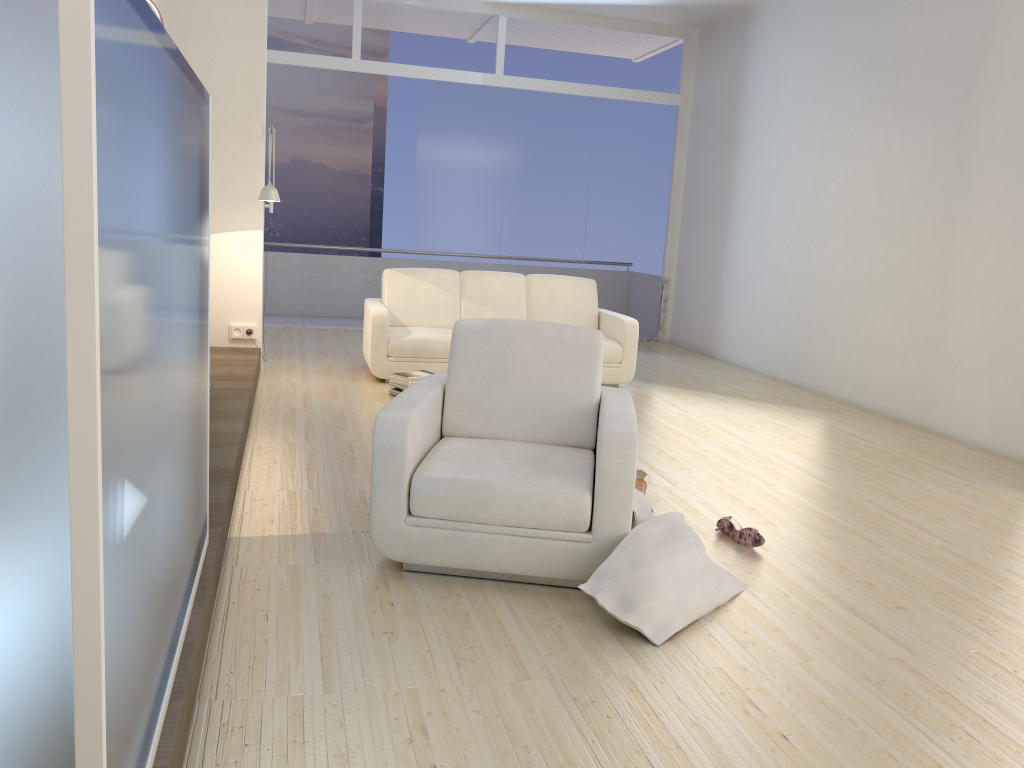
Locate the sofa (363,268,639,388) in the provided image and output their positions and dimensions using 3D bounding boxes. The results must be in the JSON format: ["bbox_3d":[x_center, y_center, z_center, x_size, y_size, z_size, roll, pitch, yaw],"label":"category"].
[{"bbox_3d":[-0.123,-0.489,7.382,2.166,0.862,0.941,1,10,-14],"label":"sofa"}]

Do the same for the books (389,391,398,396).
[{"bbox_3d":[-0.686,0.069,6.381,0.328,0.018,0.247,-4,13,-38],"label":"books"}]

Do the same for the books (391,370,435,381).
[{"bbox_3d":[-0.682,-0.059,6.354,0.287,0.025,0.247,-5,13,-40],"label":"books"}]

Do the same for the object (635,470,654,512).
[{"bbox_3d":[0.602,0.494,4.095,0.089,0.149,0.265,3,10,-2],"label":"object"}]

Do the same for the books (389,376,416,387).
[{"bbox_3d":[-0.680,-0.028,6.363,0.319,0.038,0.247,-6,14,-43],"label":"books"}]

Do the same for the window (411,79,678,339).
[{"bbox_3d":[0.374,-1.908,10.087,2.988,2.706,0.012,1,10,-14],"label":"window"}]

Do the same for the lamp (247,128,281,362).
[{"bbox_3d":[-1.887,-1.030,6.709,0.204,1.841,0.891,0,10,-18],"label":"lamp"}]

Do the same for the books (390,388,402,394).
[{"bbox_3d":[-0.690,0.052,6.374,0.287,0.018,0.247,-5,13,-40],"label":"books"}]

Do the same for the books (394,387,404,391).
[{"bbox_3d":[-0.667,0.030,6.383,0.287,0.025,0.247,-2,11,-29],"label":"books"}]

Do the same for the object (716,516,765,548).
[{"bbox_3d":[0.933,0.618,3.726,0.121,0.091,0.287,1,10,-15],"label":"object"}]

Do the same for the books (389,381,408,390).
[{"bbox_3d":[-0.682,0.004,6.369,0.328,0.027,0.247,-4,13,-38],"label":"books"}]

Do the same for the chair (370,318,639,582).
[{"bbox_3d":[0.015,0.185,3.480,0.919,0.828,0.941,5,10,5],"label":"chair"}]

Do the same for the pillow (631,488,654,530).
[{"bbox_3d":[0.555,0.556,3.309,0.312,0.315,0.615,6,10,12],"label":"pillow"}]

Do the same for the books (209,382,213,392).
[{"bbox_3d":[-1.848,-0.258,4.945,0.329,0.694,0.270,1,10,-14],"label":"books"}]

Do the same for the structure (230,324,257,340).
[{"bbox_3d":[-2.121,-0.411,7.001,0.206,0.114,0.028,1,10,-14],"label":"structure"}]

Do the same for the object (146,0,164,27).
[{"bbox_3d":[-1.117,-0.884,2.115,0.546,0.206,0.534,8,11,22],"label":"object"}]

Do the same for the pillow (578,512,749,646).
[{"bbox_3d":[0.543,0.638,3.028,0.299,0.287,0.712,11,13,38],"label":"pillow"}]

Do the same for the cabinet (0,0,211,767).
[{"bbox_3d":[-1.074,-0.026,1.874,0.689,1.396,1.670,1,10,-14],"label":"cabinet"}]
